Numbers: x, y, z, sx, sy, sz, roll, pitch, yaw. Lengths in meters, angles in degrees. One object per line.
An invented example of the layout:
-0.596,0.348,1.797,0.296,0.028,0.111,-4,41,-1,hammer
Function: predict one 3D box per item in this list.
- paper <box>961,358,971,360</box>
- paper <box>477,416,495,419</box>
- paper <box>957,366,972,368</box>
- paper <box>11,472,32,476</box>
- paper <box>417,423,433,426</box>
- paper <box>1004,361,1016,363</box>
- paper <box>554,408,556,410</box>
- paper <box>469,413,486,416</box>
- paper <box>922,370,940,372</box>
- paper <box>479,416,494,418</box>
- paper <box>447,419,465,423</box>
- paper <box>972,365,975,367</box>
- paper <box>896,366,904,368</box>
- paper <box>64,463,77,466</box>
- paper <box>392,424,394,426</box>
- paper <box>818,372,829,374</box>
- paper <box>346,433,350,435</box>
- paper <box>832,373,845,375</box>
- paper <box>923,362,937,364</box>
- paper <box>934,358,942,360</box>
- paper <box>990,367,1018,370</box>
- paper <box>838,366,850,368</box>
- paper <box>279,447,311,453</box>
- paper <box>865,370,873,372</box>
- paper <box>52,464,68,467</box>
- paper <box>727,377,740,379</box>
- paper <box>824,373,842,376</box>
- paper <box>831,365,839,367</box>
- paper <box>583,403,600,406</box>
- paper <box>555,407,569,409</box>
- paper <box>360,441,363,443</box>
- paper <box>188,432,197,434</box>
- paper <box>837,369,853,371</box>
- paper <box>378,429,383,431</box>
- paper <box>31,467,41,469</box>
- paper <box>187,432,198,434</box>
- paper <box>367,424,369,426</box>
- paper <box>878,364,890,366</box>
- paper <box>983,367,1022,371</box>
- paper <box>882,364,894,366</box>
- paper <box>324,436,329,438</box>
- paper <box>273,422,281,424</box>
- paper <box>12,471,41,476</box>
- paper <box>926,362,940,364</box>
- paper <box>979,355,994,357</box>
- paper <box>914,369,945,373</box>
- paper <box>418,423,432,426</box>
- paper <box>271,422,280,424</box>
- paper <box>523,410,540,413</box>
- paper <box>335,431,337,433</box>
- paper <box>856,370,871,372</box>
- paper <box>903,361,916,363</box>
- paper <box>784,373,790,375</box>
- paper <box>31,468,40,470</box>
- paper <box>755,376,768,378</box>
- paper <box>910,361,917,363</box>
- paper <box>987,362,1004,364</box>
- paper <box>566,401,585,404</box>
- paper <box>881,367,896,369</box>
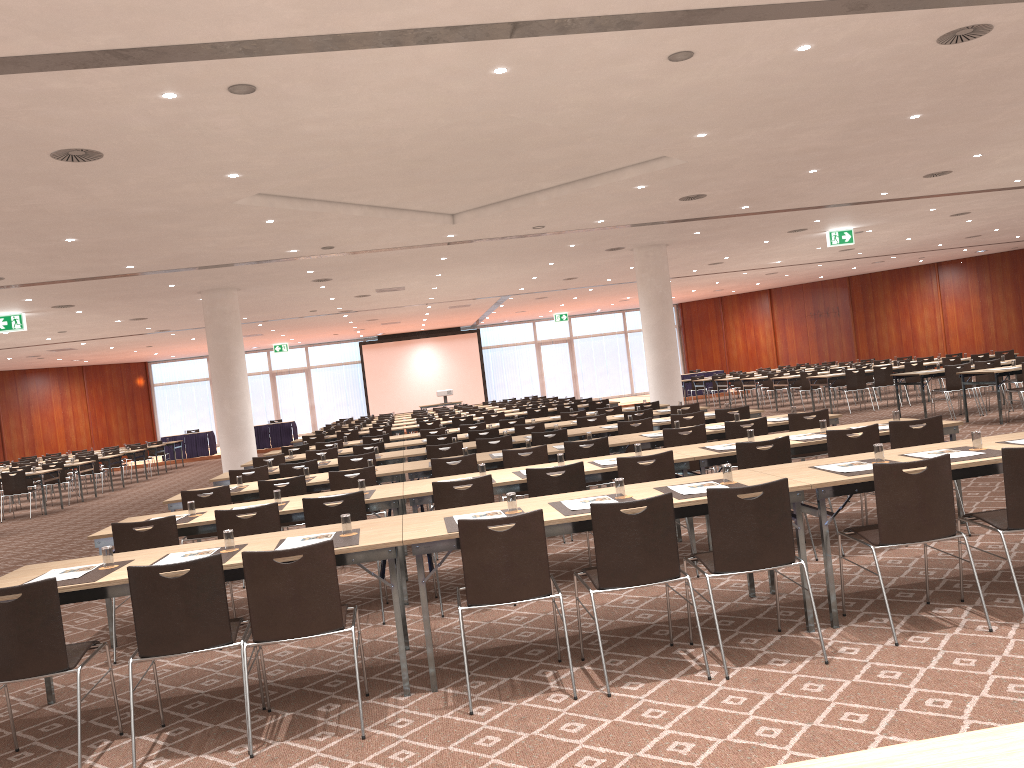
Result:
10.088,-0.555,19.895,0.460,0.003,0.565,-7,0,-9,paper
-0.495,0.695,18.583,0.460,0.003,0.565,-7,0,-6,paper
8.224,-0.310,16.202,0.283,0.006,0.398,-7,0,-9,paper
-9.694,1.777,17.545,0.283,0.006,0.398,-7,0,-9,paper
-1.743,0.843,18.439,0.460,0.003,0.565,-7,0,-6,paper
8.894,-0.385,16.223,0.460,0.003,0.565,-7,0,-6,paper
1.092,0.508,18.783,0.460,0.003,0.565,-7,0,-6,paper
-0.748,0.708,20.585,0.460,0.003,0.565,-7,0,-6,paper
7.557,-0.231,16.093,0.283,0.006,0.398,-7,0,-8,paper
-0.528,0.695,18.652,0.283,0.006,0.398,-7,0,-7,paper
-1.139,0.771,18.534,0.460,0.003,0.565,-7,0,-8,paper
8.297,-0.314,16.128,0.460,0.003,0.565,-7,0,-6,paper
8.516,-0.370,19.706,0.460,0.003,0.565,-7,0,-6,paper
-9.851,1.784,19.476,0.460,0.003,0.565,-7,0,-4,paper
-2.945,0.968,20.325,0.460,0.003,0.565,-7,0,-5,paper
7.604,-0.279,21.591,0.460,0.003,0.565,-7,0,-9,paper
-3.444,1.039,18.292,0.283,0.006,0.398,-7,0,-7,paper
7.155,-0.213,19.581,0.283,0.006,0.398,-7,0,-6,paper
9.388,-0.477,19.877,0.283,0.006,0.398,-7,0,-8,paper
10.502,-0.621,21.940,0.460,0.003,0.565,-7,0,-4,paper
7.817,-0.245,14.119,0.283,0.006,0.398,-7,0,-7,paper
8.905,-0.454,23.830,0.283,0.006,0.398,-7,0,-6,paper
-3.580,1.089,14.683,0.460,0.003,0.565,-7,0,-5,paper
7.870,-0.293,19.614,0.460,0.003,0.565,-7,0,-9,paper
-9.942,1.790,19.533,0.283,0.006,0.398,-7,0,-7,paper
6.418,-0.177,25.553,0.283,0.006,0.398,-7,0,-8,paper
7.221,-0.217,19.539,0.460,0.003,0.565,-7,0,-6,paper
9.383,-0.522,25.835,0.460,0.003,0.565,-7,0,-8,paper
1.752,0.429,18.872,0.460,0.003,0.565,-7,0,-10,paper
1.080,0.504,18.845,0.283,0.006,0.398,-7,0,-10,paper
-2.312,0.939,14.847,0.460,0.003,0.565,-7,0,-9,paper
-11.149,1.708,30.901,0.283,0.006,0.398,-7,0,-7,paper
8.262,-0.357,21.690,0.460,0.003,0.565,-7,0,-6,paper
-2.779,0.960,18.385,0.283,0.006,0.398,-7,0,-7,paper
-10.546,1.861,19.450,0.283,0.006,0.398,-7,0,-5,paper
-11.208,1.718,30.959,0.460,0.003,0.565,-7,0,-7,paper
-3.826,1.055,22.253,0.460,0.003,0.565,-7,0,-7,paper
9.179,-0.469,21.859,0.283,0.006,0.398,-7,0,-7,paper
7.864,-0.246,14.063,0.460,0.003,0.565,-7,0,-9,paper
9.223,-0.470,21.776,0.460,0.003,0.565,-7,0,-5,paper
-3.983,1.107,18.161,0.460,0.003,0.565,-7,0,-7,paper
-8.404,1.387,31.298,0.460,0.003,0.565,-7,0,-7,paper
-9.624,1.773,17.497,0.460,0.003,0.565,-7,0,-6,paper
9.453,-0.480,19.800,0.460,0.003,0.565,-7,0,-10,paper
10.659,-0.627,20.009,0.283,0.006,0.398,-7,0,-9,paper
7.633,-0.236,16.061,0.460,0.003,0.565,-7,0,-5,paper
-1.817,0.847,18.525,0.283,0.006,0.398,-7,0,-7,paper
-8.345,1.377,31.241,0.283,0.006,0.398,-7,0,-7,paper
0.491,0.578,18.729,0.460,0.003,0.565,-7,0,-7,paper
-4.226,1.119,20.150,0.460,0.003,0.565,-7,0,-6,paper
7.818,-0.292,19.683,0.283,0.006,0.398,-7,0,-4,paper
9.807,-0.543,21.914,0.283,0.006,0.398,-7,0,-5,paper
7.388,-0.270,23.576,0.460,0.003,0.565,-7,0,-7,paper
-10.492,1.859,19.393,0.460,0.003,0.565,-7,0,-6,paper
6.656,-0.188,23.562,0.283,0.006,0.398,-7,0,-8,paper
9.861,-0.545,21.857,0.460,0.003,0.565,-7,0,-6,paper
8.851,-0.384,16.271,0.283,0.006,0.398,-7,0,-5,paper
1.518,0.441,20.838,0.460,0.003,0.565,-7,0,-5,paper
8.418,-0.362,19.718,0.283,0.006,0.398,-7,0,-7,paper
